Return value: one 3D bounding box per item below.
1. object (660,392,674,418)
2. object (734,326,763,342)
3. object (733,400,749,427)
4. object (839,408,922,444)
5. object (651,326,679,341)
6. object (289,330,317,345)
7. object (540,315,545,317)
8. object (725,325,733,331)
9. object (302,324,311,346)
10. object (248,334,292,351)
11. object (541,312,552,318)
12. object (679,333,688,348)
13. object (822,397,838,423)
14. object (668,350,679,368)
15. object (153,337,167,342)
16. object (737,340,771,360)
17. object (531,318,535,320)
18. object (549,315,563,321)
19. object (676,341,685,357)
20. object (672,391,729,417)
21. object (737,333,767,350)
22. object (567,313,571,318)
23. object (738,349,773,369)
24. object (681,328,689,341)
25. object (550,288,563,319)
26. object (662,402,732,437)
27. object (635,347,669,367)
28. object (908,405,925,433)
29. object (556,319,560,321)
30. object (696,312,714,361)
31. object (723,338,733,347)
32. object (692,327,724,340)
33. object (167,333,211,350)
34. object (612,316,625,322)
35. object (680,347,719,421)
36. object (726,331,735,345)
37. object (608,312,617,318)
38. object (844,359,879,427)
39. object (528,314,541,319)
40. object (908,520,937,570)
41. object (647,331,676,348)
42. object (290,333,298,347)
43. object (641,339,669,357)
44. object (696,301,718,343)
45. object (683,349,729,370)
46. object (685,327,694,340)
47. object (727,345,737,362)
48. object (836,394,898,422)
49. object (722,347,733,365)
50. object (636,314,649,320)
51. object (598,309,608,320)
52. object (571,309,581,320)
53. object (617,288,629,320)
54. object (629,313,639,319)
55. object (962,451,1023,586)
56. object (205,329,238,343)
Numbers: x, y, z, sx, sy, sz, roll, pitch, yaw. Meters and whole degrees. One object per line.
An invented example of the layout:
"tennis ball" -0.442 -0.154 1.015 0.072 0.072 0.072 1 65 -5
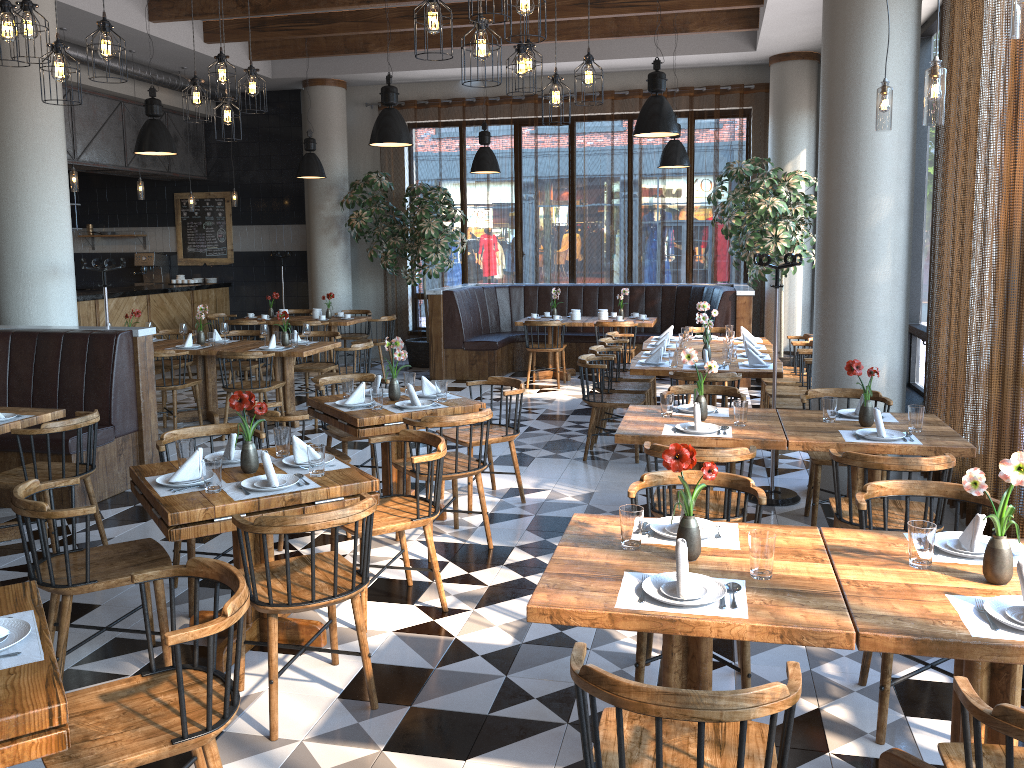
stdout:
"object" 0.871 0.119 4.984 0.080 0.131 0.080 -1 7 -2
"object" 2.327 -0.501 8.735 0.272 0.136 0.354 1 9 13
"object" 1.218 0.157 4.723 0.080 0.131 0.080 -1 7 -2
"object" 1.831 0.197 4.413 0.352 0.136 0.273 1 9 13
"object" 1.545 -0.519 8.903 0.272 0.136 0.354 1 9 13
"object" -2.161 -0.481 8.923 0.352 0.136 0.273 1 9 13
"object" 0.397 -0.892 11.653 0.034 0.012 0.156 -3 9 -15
"object" 2.185 -0.525 8.912 0.080 0.131 0.080 -1 7 -2
"object" -2.008 -0.482 8.671 0.081 0.214 0.081 -4 8 -23
"object" -2.286 -0.399 8.416 0.352 0.136 0.273 1 9 13
"object" 0.459 -0.910 11.635 0.176 0.066 0.176 -6 10 -32
"object" 1.574 -0.397 8.154 0.080 0.131 0.080 -1 7 -2
"object" 1.718 0.140 4.792 0.080 0.131 0.080 5 9 38
"object" 1.260 -0.195 6.916 0.080 0.131 0.080 -1 7 -2
"object" -3.860 -0.524 9.308 0.352 0.136 0.273 1 9 13
"object" 2.045 -0.300 7.501 0.272 0.136 0.354 1 9 13
"object" 0.264 -0.834 11.308 0.053 0.025 0.049 0 9 2
"object" 0.553 -0.825 11.099 0.176 0.066 0.176 -8 12 -41
"object" 1.429 -0.294 7.521 0.080 0.131 0.080 -1 7 -2
"object" 1.076 0.091 5.127 0.352 0.136 0.273 1 9 13
"object" 2.192 -0.405 8.144 0.272 0.136 0.354 1 9 13
"object" 0.799 -0.895 11.526 0.176 0.066 0.176 3 10 23
"object" 1.918 -0.209 6.945 0.272 0.136 0.354 1 9 13
"object" 1.698 -0.485 8.695 0.080 0.131 0.080 -1 7 -2
"object" 0.567 -1.032 11.345 0.146 0.398 0.207 -3 8 -20
"object" 0.964 0.175 4.610 0.352 0.136 0.273 1 9 13
"object" 1.143 -0.233 7.145 0.272 0.136 0.354 1 9 13
"object" 2.065 0.178 4.531 0.080 0.131 0.080 5 9 38
"object" 0.569 -0.789 11.004 0.053 0.025 0.049 -4 9 -19
"object" 1.577 -0.392 7.285 0.146 0.398 0.207 2 8 18
"object" 1.872 -0.326 7.692 0.080 0.131 0.080 -1 7 -2
"object" 1.958 -0.526 8.918 0.352 0.136 0.273 1 9 13
"object" -3.153 -0.420 8.613 0.352 0.136 0.273 1 9 13
"object" 1.318 -0.801 10.900 0.176 0.066 0.177 -1 9 -4
"object" 1.027 -0.001 4.880 0.207 0.398 0.147 -4 8 -23
"object" 2.052 -0.431 8.332 0.080 0.131 0.080 -1 7 -2
"object" 1.317 -0.891 11.460 0.176 0.066 0.176 -6 10 -32
"object" 1.843 0.043 4.687 0.171 0.353 0.156 4 9 35
"object" 0.283 -0.871 11.402 0.175 0.066 0.177 0 9 5
"object" 1.232 0.486 2.668 0.080 0.131 0.080 -7 10 -42
"object" 1.417 -0.428 8.344 0.272 0.136 0.354 1 9 13
"object" -2.107 -0.424 8.576 0.080 0.131 0.080 6 10 42
"object" 1.270 -0.323 7.700 0.272 0.136 0.354 1 9 13
"object" 1.876 -0.593 8.516 0.206 0.398 0.147 1 7 12
"object" 1.511 -0.198 6.904 0.352 0.136 0.273 1 9 13
"object" 1.759 -0.500 8.787 0.080 0.131 0.080 -1 7 -2
"object" 1.791 -0.250 7.221 0.080 0.131 0.080 -1 7 -2
"object" 1.943 0.113 4.931 0.352 0.136 0.273 1 9 13
"object" 1.713 -0.221 7.050 0.080 0.131 0.080 -1 7 -2
"object" 1.631 -0.834 11.083 0.175 0.066 0.177 0 9 3
"object" 1.151 -0.879 11.206 0.130 0.128 0.130 -6 9 -33
"object" 0.805 -0.875 11.205 0.130 0.128 0.130 -6 9 -33
"object" 1.396 -1.004 11.115 0.146 0.398 0.207 2 8 18
"object" 1.585 -0.876 11.347 0.176 0.066 0.176 4 10 26
"object" 1.384 0.376 2.500 0.206 0.398 0.147 2 7 17
"object" -3.028 -0.503 9.120 0.352 0.136 0.273 1 9 13
